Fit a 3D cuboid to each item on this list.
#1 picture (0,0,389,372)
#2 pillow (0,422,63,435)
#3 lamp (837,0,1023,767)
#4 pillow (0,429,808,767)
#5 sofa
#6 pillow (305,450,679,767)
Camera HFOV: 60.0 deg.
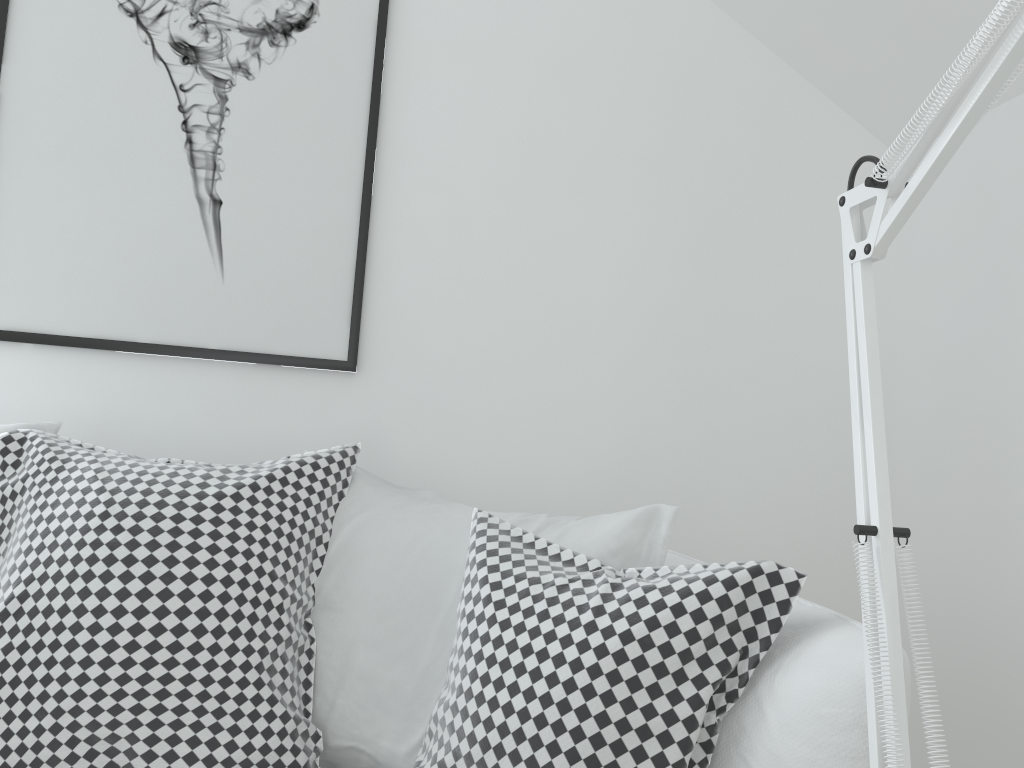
[{"bbox_3d":[-0.619,-0.587,1.719,0.720,1.072,0.015,5,-4,-10],"label":"picture"},{"bbox_3d":[-0.995,0.274,1.165,0.599,0.505,0.391,5,-4,-9],"label":"pillow"},{"bbox_3d":[0.220,0.270,0.327,0.196,1.373,0.527,5,-4,-5],"label":"lamp"},{"bbox_3d":[-0.977,0.268,1.026,2.488,0.513,0.676,5,-4,-8],"label":"pillow"},{"bbox_3d":[-0.990,0.527,0.969,2.647,0.768,0.917,5,-4,-10],"label":"sofa"},{"bbox_3d":[-0.078,0.368,1.304,0.623,0.498,0.333,3,-4,24],"label":"pillow"}]
